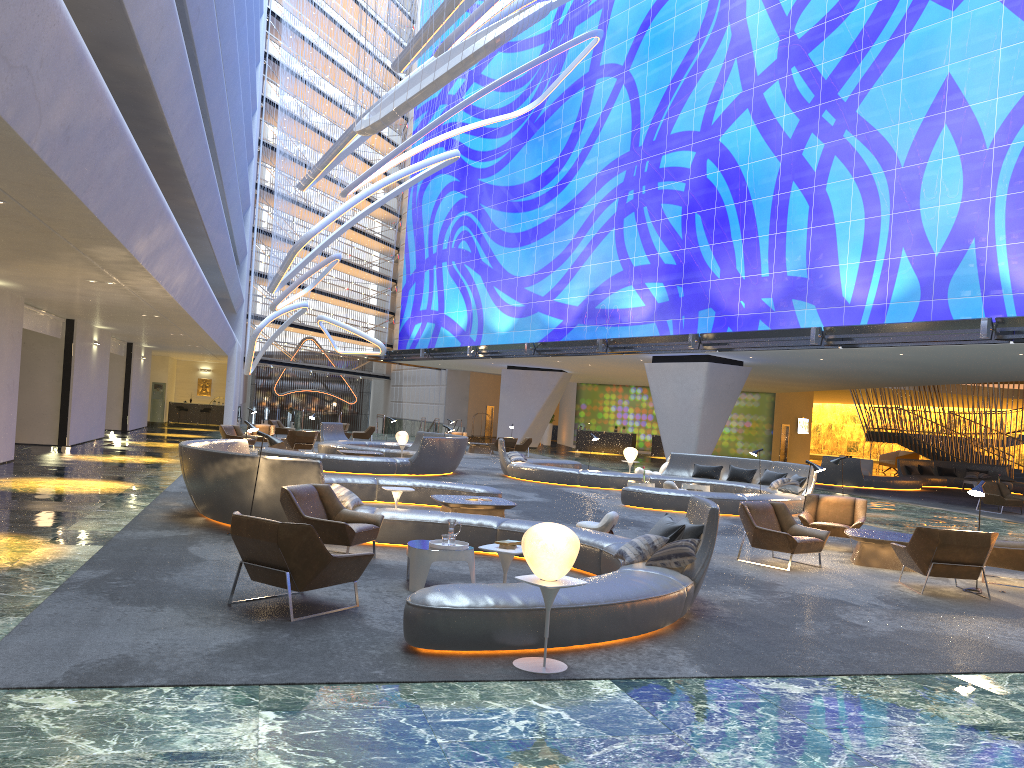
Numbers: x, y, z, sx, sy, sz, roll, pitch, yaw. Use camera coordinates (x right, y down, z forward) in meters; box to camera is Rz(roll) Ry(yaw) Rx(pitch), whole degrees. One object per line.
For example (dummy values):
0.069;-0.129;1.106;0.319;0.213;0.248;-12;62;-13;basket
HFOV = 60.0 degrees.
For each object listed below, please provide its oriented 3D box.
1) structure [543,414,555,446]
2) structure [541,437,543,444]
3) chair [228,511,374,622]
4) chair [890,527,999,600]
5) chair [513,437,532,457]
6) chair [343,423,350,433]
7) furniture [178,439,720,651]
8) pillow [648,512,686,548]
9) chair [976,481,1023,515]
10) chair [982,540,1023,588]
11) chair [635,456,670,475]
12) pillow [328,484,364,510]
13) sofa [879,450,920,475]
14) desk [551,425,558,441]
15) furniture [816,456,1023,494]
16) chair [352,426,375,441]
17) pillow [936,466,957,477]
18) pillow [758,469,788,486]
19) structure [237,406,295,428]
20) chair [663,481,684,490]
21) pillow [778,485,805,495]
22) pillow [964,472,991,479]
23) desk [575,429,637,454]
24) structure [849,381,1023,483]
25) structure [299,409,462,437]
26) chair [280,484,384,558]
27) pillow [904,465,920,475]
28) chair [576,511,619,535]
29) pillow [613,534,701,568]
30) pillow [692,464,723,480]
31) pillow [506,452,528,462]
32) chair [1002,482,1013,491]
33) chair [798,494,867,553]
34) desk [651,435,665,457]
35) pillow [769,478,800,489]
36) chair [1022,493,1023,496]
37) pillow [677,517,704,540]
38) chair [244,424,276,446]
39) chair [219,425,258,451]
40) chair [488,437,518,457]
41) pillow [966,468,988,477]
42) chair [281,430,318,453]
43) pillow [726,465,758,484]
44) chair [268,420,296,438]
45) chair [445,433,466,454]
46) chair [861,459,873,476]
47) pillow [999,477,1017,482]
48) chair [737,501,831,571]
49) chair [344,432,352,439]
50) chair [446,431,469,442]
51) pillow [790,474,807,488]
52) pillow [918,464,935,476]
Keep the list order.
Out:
2.091;2.514;51.063;1.023;2.051;0.772;4;0;-37;structure
2.000;2.578;53.200;0.773;2.051;1.021;4;0;-45;structure
-1.769;1.455;7.286;0.928;0.766;0.940;3;-1;34;chair
4.960;2.007;10.168;0.929;0.766;0.939;4;-1;3;chair
0.297;2.531;35.852;0.939;0.766;0.929;4;-1;-7;chair
-7.589;2.079;38.436;0.929;0.766;0.939;4;-1;11;chair
-1.455;1.462;10.940;5.189;0.969;9.924;5;-2;-19;furniture
1.464;1.472;8.576;0.315;0.386;0.785;4;-1;0;pillow
12.584;2.941;22.873;0.930;0.766;0.938;4;-1;-17;chair
6.386;2.135;11.122;0.938;0.766;0.930;3;-1;28;chair
3.875;2.316;23.642;1.157;0.882;0.729;4;-1;4;chair
-2.183;1.372;10.977;0.876;0.262;0.693;3;-2;37;pillow
18.787;3.823;43.108;1.062;1.179;3.419;4;-2;10;sofa
2.773;3.381;61.653;2.975;1.097;0.814;3;-1;23;desk
14.316;3.217;31.803;9.925;0.969;5.188;4;-2;1;furniture
-6.268;2.133;37.341;0.939;0.766;0.929;4;-1;-13;chair
16.652;3.356;33.919;0.784;0.386;0.315;4;-1;1;pillow
6.095;2.206;20.715;0.315;0.386;0.784;4;-1;-24;pillow
-16.197;5.545;57.576;3.018;8.238;19.824;4;-2;-15;structure
3.861;2.368;19.446;0.585;0.501;1.787;3;-2;38;chair
5.896;2.237;18.691;0.444;0.207;0.444;3;-2;36;pillow
17.523;3.449;33.515;0.878;0.262;0.692;5;-2;-25;pillow
4.846;3.002;45.771;2.975;1.097;0.814;3;-1;23;desk
23.756;1.740;37.539;11.989;6.246;16.485;4;-2;-16;structure
-10.132;6.060;59.721;9.310;8.398;19.729;4;-2;-15;structure
-1.980;1.518;9.631;0.938;0.766;0.930;4;-1;18;chair
15.032;3.242;33.259;0.770;0.369;0.295;5;-1;-36;pillow
1.150;1.934;11.816;0.586;0.501;0.491;4;-1;19;chair
1.337;1.544;8.240;0.873;0.280;0.685;3;-2;22;pillow
4.813;2.176;21.906;0.768;0.369;0.295;3;-1;29;pillow
0.080;1.945;23.795;0.692;0.262;0.877;4;-2;-7;pillow
17.123;3.643;30.858;0.491;0.501;0.587;4;-1;1;chair
4.896;2.112;13.519;0.928;0.766;0.940;3;-1;26;chair
8.704;3.253;45.408;2.975;1.097;0.814;3;-1;21;desk
6.096;2.222;19.749;0.876;0.262;0.693;2;-2;40;pillow
14.644;3.129;24.348;0.940;0.766;0.928;5;-2;-44;chair
1.654;1.512;8.665;0.295;0.369;0.769;4;-2;-3;pillow
-8.364;1.732;29.433;0.930;0.766;0.939;4;-1;-9;chair
-8.340;1.651;26.897;0.938;0.766;0.930;4;-1;18;chair
-0.321;2.436;34.249;0.930;0.766;0.938;5;-1;-32;chair
17.653;3.419;33.666;0.774;0.366;0.317;3;-1;26;pillow
-6.387;1.778;26.731;0.930;0.766;0.938;5;-1;-32;chair
5.538;2.188;21.454;0.758;0.417;0.282;3;-1;43;pillow
-9.452;1.883;36.317;0.938;0.766;0.930;4;-1;9;chair
-2.274;2.309;34.415;0.938;0.766;0.930;4;-1;18;chair
13.060;3.252;33.150;0.728;0.882;1.158;3;-1;29;chair
18.393;3.551;32.890;0.445;0.207;0.443;5;-2;-29;pillow
3.458;1.946;11.432;0.930;0.766;0.938;5;-1;-37;chair
-7.044;2.022;35.537;0.928;0.766;0.940;3;-1;36;chair
-2.298;2.391;36.952;0.930;0.766;0.939;4;-1;-9;chair
6.289;2.189;19.698;0.317;0.366;0.775;4;-2;1;pillow
15.748;3.283;33.726;0.760;0.417;0.281;4;-1;-22;pillow
